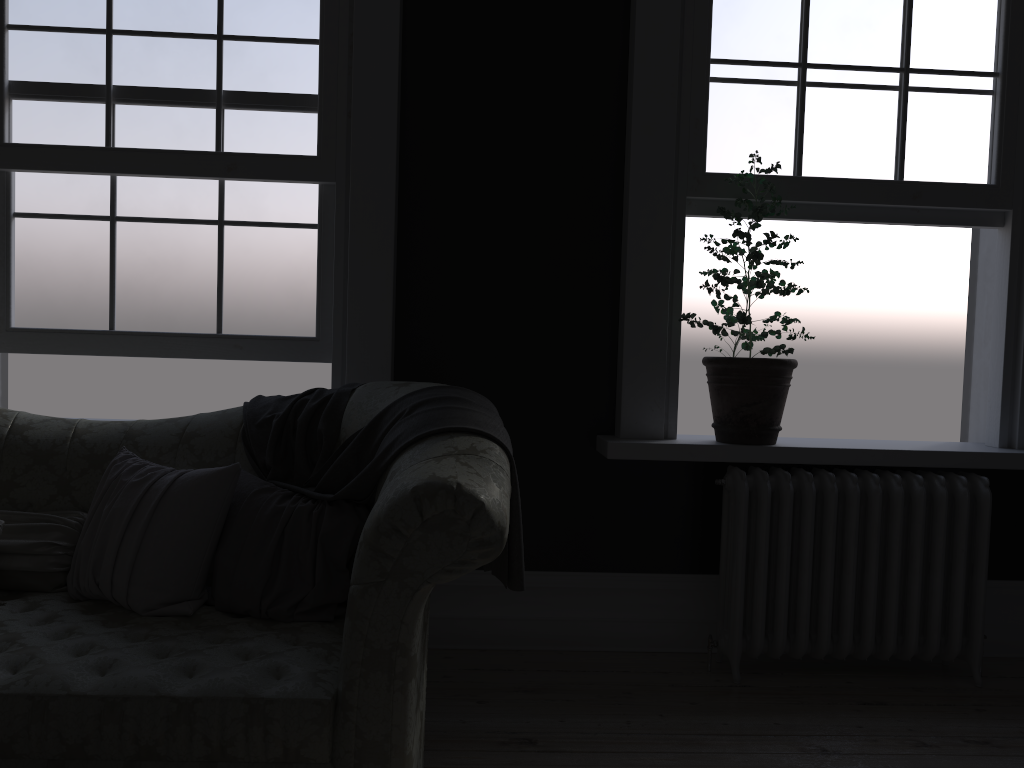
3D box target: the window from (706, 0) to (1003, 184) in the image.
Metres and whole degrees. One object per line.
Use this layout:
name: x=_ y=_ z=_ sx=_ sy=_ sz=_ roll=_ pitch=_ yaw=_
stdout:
window: x=1.402 y=-1.261 z=3.655 sx=1.263 sy=1.018 sz=0.056 roll=2 pitch=3 yaw=-3

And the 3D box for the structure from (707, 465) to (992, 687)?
structure: x=1.356 y=0.765 z=3.545 sx=1.141 sy=0.849 sz=0.276 roll=2 pitch=3 yaw=-3

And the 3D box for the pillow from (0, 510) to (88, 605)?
pillow: x=-1.908 y=0.445 z=2.642 sx=1.105 sy=0.416 sz=0.528 roll=2 pitch=2 yaw=-3

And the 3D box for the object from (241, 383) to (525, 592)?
object: x=-0.469 y=0.284 z=2.875 sx=0.517 sy=0.585 sz=1.366 roll=0 pitch=3 yaw=-44

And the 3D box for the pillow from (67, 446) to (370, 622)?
pillow: x=-0.910 y=0.453 z=2.713 sx=0.964 sy=0.462 sz=0.404 roll=2 pitch=2 yaw=5

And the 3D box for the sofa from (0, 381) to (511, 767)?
sofa: x=-1.433 y=0.545 z=2.740 sx=2.813 sy=1.162 sz=1.604 roll=2 pitch=2 yaw=-2

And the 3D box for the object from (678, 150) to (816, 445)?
object: x=0.950 y=-0.328 z=3.533 sx=0.474 sy=1.135 sz=0.505 roll=4 pitch=3 yaw=37

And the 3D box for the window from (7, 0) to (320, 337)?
window: x=-1.378 y=-1.016 z=3.534 sx=1.263 sy=1.673 sz=0.056 roll=2 pitch=3 yaw=-3
